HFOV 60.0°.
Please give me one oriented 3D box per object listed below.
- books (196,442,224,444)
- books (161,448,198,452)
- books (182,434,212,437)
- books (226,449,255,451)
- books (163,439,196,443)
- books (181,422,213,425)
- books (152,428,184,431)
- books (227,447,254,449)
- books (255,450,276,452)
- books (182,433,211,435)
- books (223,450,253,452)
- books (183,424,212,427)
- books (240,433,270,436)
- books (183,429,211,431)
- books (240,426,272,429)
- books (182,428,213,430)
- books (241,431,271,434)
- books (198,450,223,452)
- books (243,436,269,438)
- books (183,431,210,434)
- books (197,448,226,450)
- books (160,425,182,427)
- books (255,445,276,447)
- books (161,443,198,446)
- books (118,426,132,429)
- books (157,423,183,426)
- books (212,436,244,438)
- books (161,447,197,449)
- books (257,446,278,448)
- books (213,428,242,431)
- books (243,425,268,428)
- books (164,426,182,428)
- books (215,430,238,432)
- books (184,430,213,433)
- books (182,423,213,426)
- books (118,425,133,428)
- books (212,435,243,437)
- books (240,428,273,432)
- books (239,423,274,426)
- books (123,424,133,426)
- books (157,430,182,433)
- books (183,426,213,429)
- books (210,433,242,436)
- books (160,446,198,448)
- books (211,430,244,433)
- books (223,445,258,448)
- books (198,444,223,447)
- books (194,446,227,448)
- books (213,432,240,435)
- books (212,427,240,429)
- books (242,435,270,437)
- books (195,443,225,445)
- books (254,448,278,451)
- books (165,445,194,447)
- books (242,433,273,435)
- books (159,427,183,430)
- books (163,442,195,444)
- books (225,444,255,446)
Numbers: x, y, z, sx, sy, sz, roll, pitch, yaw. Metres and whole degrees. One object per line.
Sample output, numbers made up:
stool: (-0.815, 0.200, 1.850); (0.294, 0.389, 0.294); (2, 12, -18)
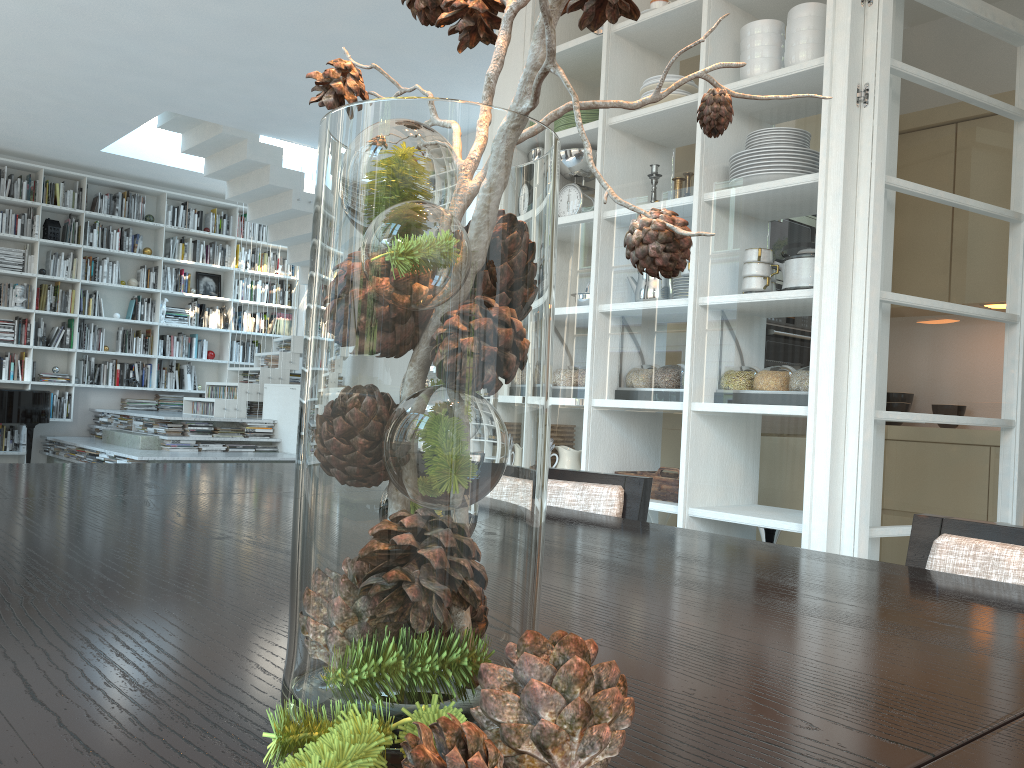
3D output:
books: (-2.839, 0.553, 8.313); (0.220, 0.013, 0.149); (4, -2, -42)
books: (-3.038, 0.600, 8.104); (0.262, 0.023, 0.200); (5, -2, -43)
books: (-2.963, 0.484, 8.339); (0.216, 0.015, 0.177); (5, -2, -43)
books: (-2.616, 0.627, 8.485); (0.250, 0.018, 0.177); (4, -2, -38)
books: (-3.044, 0.523, 8.118); (0.157, 0.025, 0.234); (1, -2, 44)
books: (-2.974, 0.368, 8.361); (0.261, 0.016, 0.128); (4, -2, -42)
books: (-3.206, 0.423, 8.268); (0.185, 0.014, 0.297); (4, -2, -42)
books: (-2.630, 0.609, 8.503); (0.273, 0.009, 0.129); (4, -2, -38)
books: (-2.426, 0.650, 8.670); (0.179, 0.010, 0.160); (4, -2, -41)
books: (-2.972, 0.470, 8.351); (0.227, 0.013, 0.148); (5, -2, -43)
books: (-2.630, 0.640, 8.500); (0.250, 0.009, 0.144); (4, -2, -42)
books: (-2.967, 0.394, 8.351); (0.221, 0.018, 0.154); (4, -2, -40)
books: (-2.537, 0.497, 8.731); (0.132, 0.016, 0.262); (1, -2, 44)
books: (-2.965, 0.433, 8.345); (0.210, 0.012, 0.168); (4, -2, -40)
books: (-2.519, 0.431, 8.716); (0.261, 0.012, 0.179); (4, -2, -37)
books: (-2.966, 0.423, 8.348); (0.260, 0.009, 0.153); (4, -2, -38)
books: (-2.532, 0.474, 8.728); (0.268, 0.014, 0.160); (4, -2, -42)
books: (-2.840, 0.621, 8.309); (0.208, 0.015, 0.152); (5, -2, -43)
books: (-2.528, 0.519, 8.719); (0.220, 0.011, 0.177); (5, -2, -43)
books: (-2.975, 0.458, 8.355); (0.131, 0.012, 0.207); (1, -2, 45)
books: (-2.830, 0.604, 8.298); (0.169, 0.019, 0.232); (1, -2, 44)
books: (-3.190, 0.390, 8.282); (0.132, 0.009, 0.269); (4, -2, -37)
books: (-2.430, 0.604, 8.679); (0.215, 0.007, 0.130); (4, -2, -39)
books: (-3.046, 0.552, 8.118); (0.292, 0.012, 0.159); (4, -2, -38)
books: (-3.883, 0.446, 9.031); (0.182, 0.011, 0.253); (4, -2, -37)
books: (-3.191, 0.379, 8.280); (0.149, 0.014, 0.228); (5, -2, -43)
books: (-2.751, 0.504, 8.522); (0.291, 0.007, 0.174); (4, -2, -38)
books: (-3.050, 0.585, 8.120); (0.264, 0.006, 0.164); (4, -2, -40)
books: (-2.431, 0.614, 8.680); (0.229, 0.014, 0.133); (4, -2, -42)
books: (-2.752, 0.435, 8.527); (0.246, 0.013, 0.172); (4, -2, -42)
books: (-2.523, 0.413, 8.721); (0.192, 0.024, 0.167); (4, -2, -36)
books: (-3.170, 0.402, 8.299); (0.091, 0.011, 0.190); (5, -2, -43)
books: (-2.756, 0.447, 8.531); (0.179, 0.010, 0.160); (4, -2, -39)
books: (-2.959, 0.446, 8.337); (0.215, 0.013, 0.189); (4, -2, -42)
books: (-2.961, 0.381, 8.345); (0.159, 0.009, 0.228); (1, -2, 45)
books: (-3.877, 0.434, 9.036); (0.178, 0.014, 0.247); (5, -2, -43)
books: (-2.751, 0.498, 8.522); (0.287, 0.005, 0.165); (4, -2, -36)
books: (-2.525, 0.452, 8.721); (0.284, 0.030, 0.177); (4, -2, -40)
books: (-2.515, 0.395, 8.714); (0.181, 0.013, 0.285); (1, -2, 44)
books: (-3.860, 0.420, 9.050); (0.138, 0.017, 0.237); (4, -2, -42)
books: (-3.197, 0.444, 8.277); (0.152, 0.015, 0.208); (5, -2, -44)
books: (-2.951, 0.411, 8.332); (0.230, 0.015, 0.190); (4, -2, -36)
books: (-2.764, 0.488, 8.537); (0.294, 0.014, 0.133); (5, -2, -44)
books: (-3.050, 0.578, 8.120); (0.285, 0.008, 0.159); (5, -2, -43)
books: (-2.742, 0.459, 8.514); (0.187, 0.014, 0.273); (1, -2, 44)
books: (-2.612, 0.596, 8.483); (0.287, 0.018, 0.190); (4, -2, -42)
books: (-2.843, 0.573, 8.315); (0.211, 0.018, 0.134); (4, -2, -38)
books: (-2.836, 0.588, 8.307); (0.273, 0.012, 0.158); (5, -2, -43)
books: (-2.753, 0.474, 8.525); (0.215, 0.015, 0.177); (4, -2, -40)
books: (-2.747, 0.423, 8.522); (0.173, 0.011, 0.203); (1, -2, 44)
books: (-2.533, 0.509, 8.727); (0.259, 0.009, 0.152); (5, -2, -44)
books: (-2.838, 0.562, 8.311); (0.242, 0.005, 0.152); (4, -2, -40)
books: (-2.426, 0.637, 8.672); (0.234, 0.017, 0.151); (4, -2, -40)
books: (-3.044, 0.564, 8.115); (0.210, 0.012, 0.168); (4, -2, -37)
books: (-2.519, 0.485, 8.712); (0.281, 0.008, 0.181); (4, -2, -36)
books: (-3.187, 0.412, 8.284); (0.137, 0.012, 0.242); (4, -2, -40)
books: (-3.054, 0.540, 8.128); (0.257, 0.010, 0.132); (4, -2, -37)
books: (-2.623, 0.582, 8.486); (0.275, 0.009, 0.176); (4, -2, -41)
